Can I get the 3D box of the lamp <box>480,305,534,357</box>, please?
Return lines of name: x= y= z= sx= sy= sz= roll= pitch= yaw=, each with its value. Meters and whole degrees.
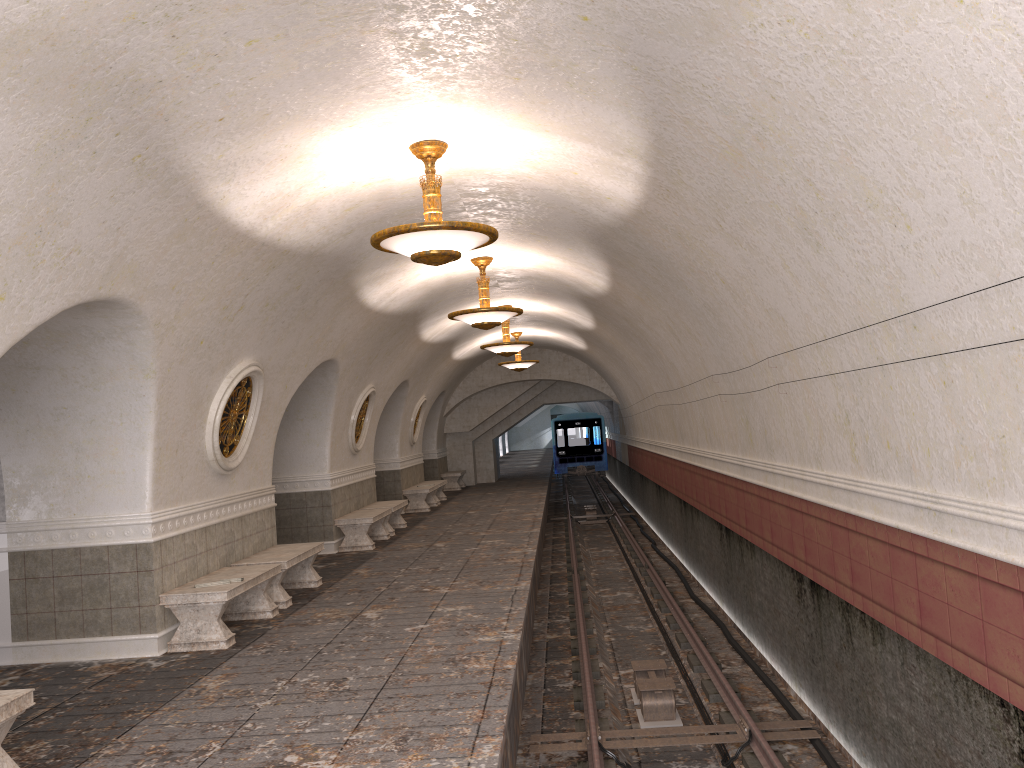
lamp: x=-0.114 y=-0.978 z=16.640 sx=1.008 sy=0.955 sz=1.008 roll=-5 pitch=-3 yaw=19

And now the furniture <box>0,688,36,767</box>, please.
furniture: x=-2.943 y=1.910 z=4.115 sx=0.613 sy=0.508 sz=1.509 roll=-4 pitch=-3 yaw=3

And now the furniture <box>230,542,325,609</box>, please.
furniture: x=-2.624 y=2.174 z=10.109 sx=0.613 sy=0.508 sz=1.509 roll=-4 pitch=-3 yaw=3

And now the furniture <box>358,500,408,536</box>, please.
furniture: x=-2.304 y=2.439 z=16.116 sx=0.613 sy=0.508 sz=1.509 roll=-4 pitch=-3 yaw=3

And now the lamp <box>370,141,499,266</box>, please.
lamp: x=-0.627 y=-1.403 z=7.005 sx=1.008 sy=0.955 sz=1.008 roll=-3 pitch=-3 yaw=-13

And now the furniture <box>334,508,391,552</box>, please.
furniture: x=-2.394 y=2.365 z=14.438 sx=0.613 sy=0.508 sz=1.509 roll=-4 pitch=-3 yaw=3

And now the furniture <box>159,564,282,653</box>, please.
furniture: x=-2.713 y=2.100 z=8.432 sx=0.613 sy=0.508 sz=1.509 roll=-4 pitch=-3 yaw=3

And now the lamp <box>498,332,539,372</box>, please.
lamp: x=0.142 y=-0.766 z=21.458 sx=1.008 sy=0.955 sz=1.008 roll=-2 pitch=-4 yaw=-41

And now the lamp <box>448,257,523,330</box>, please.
lamp: x=-0.371 y=-1.191 z=11.823 sx=1.008 sy=0.955 sz=1.008 roll=-5 pitch=-3 yaw=19

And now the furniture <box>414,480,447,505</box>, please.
furniture: x=-1.988 y=2.701 z=22.064 sx=0.613 sy=0.508 sz=1.509 roll=-4 pitch=-3 yaw=3

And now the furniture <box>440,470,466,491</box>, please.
furniture: x=-1.743 y=2.904 z=26.674 sx=0.613 sy=0.508 sz=1.509 roll=-4 pitch=-3 yaw=3

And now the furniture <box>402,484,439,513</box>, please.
furniture: x=-2.077 y=2.627 z=20.387 sx=0.613 sy=0.508 sz=1.509 roll=-4 pitch=-3 yaw=3
